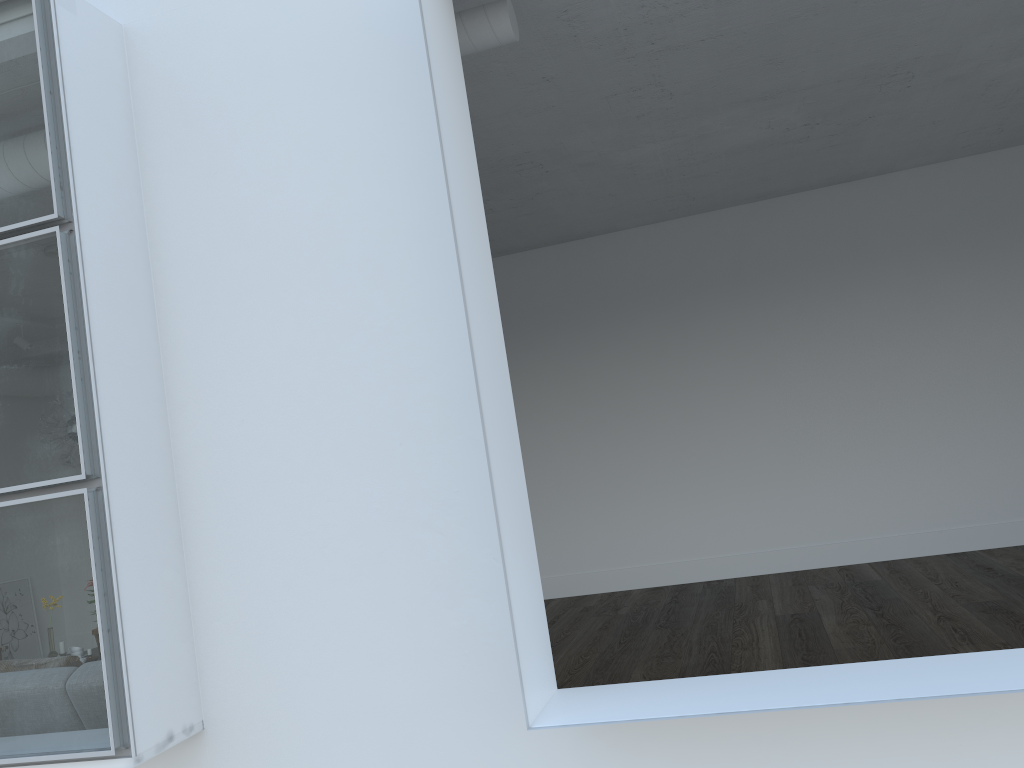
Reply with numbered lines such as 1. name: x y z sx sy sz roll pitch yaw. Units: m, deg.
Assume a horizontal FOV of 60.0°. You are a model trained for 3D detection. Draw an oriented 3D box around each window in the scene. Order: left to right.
1. window: -3.419 0.286 3.162 4.566 2.340 0.107 -10 -5 14
